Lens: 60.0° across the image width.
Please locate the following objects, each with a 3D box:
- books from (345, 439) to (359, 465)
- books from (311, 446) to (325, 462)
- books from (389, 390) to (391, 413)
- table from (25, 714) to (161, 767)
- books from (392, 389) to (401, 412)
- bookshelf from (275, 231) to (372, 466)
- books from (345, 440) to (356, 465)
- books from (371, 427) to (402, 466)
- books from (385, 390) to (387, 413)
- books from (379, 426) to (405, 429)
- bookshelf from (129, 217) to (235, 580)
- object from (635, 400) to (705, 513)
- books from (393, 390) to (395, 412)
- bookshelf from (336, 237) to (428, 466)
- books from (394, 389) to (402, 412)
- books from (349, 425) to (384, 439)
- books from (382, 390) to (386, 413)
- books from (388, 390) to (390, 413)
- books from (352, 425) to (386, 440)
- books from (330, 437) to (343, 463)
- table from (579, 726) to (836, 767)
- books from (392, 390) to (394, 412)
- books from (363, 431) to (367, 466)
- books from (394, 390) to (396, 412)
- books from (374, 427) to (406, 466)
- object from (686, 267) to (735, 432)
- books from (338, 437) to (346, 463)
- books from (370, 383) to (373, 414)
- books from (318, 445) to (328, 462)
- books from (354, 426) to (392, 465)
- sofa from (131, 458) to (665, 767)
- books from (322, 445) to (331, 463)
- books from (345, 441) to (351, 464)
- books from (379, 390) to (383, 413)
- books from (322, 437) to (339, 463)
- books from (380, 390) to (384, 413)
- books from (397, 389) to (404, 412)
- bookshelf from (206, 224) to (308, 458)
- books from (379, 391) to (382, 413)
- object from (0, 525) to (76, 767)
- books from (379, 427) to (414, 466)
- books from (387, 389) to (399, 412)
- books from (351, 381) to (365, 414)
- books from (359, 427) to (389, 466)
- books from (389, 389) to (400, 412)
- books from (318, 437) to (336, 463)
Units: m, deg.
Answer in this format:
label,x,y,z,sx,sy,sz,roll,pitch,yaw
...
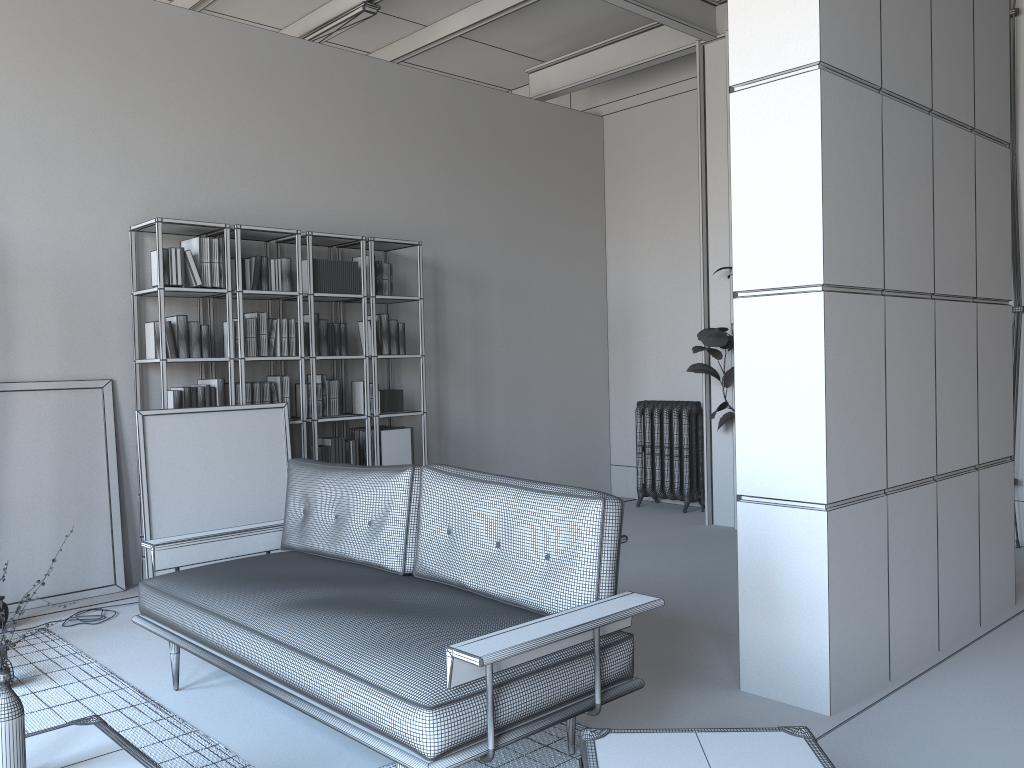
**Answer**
label,x,y,z,sx,sy,sz,roll,pitch,yaw
books,-1.150,0.524,6.348,0.025,0.254,0.184,-3,2,-43
books,-1.345,0.543,6.164,0.022,0.227,0.165,-3,2,-43
books,-0.944,0.132,6.595,0.012,0.177,0.134,-3,2,-43
table,-1.268,1.182,2.249,0.667,0.330,0.706,-3,2,-43
books,-0.877,0.129,6.658,0.012,0.177,0.134,-3,2,-43
bookshelf,-1.326,0.105,6.287,0.455,2.276,0.455,-3,2,-43
books,-1.167,0.525,6.331,0.025,0.254,0.184,-3,2,-43
books,-0.915,0.486,6.524,0.272,0.326,0.027,-3,2,-43
books,-0.969,0.133,6.571,0.012,0.177,0.134,-3,2,-43
books,-0.926,0.485,6.566,0.333,0.322,0.037,-3,2,-43
bookshelf,-2.067,0.140,5.610,0.455,2.276,0.455,-3,2,-43
object,1.431,0.652,8.046,0.328,1.007,0.733,-3,2,-43
books,-0.919,0.131,6.619,0.012,0.177,0.134,-3,2,-43
bookshelf,-0.962,0.088,6.620,0.455,2.276,0.455,-3,2,-43
books,-0.868,0.129,6.666,0.012,0.177,0.134,-3,2,-43
books,-1.094,0.486,6.730,0.303,0.326,0.033,-3,2,-43
books,-0.978,0.134,6.563,0.012,0.177,0.134,-3,2,-43
books,-0.953,0.133,6.587,0.012,0.177,0.134,-3,2,-43
books,-1.069,0.486,6.706,0.303,0.326,0.033,-3,2,-43
books,-1.254,0.515,6.250,0.027,0.278,0.202,-3,2,-43
table,0.527,1.140,2.190,0.706,0.330,0.667,-1,1,2
books,-0.927,0.131,6.611,0.012,0.177,0.134,-3,2,-43
books,-0.952,0.490,6.594,0.343,0.312,0.040,-3,2,-43
books,-0.910,0.131,6.627,0.012,0.177,0.134,-3,2,-43
books,-0.874,0.488,6.496,0.303,0.327,0.068,-3,2,-42
object,1.904,0.058,6.768,1.270,2.157,0.868,-3,2,-42
books,-1.235,0.514,6.269,0.027,0.278,0.202,-3,2,-43
books,-1.072,0.106,6.532,0.053,0.229,0.162,-2,2,-36
books,-1.329,0.542,6.180,0.022,0.227,0.165,-3,2,-43
books,-1.030,0.487,6.671,0.319,0.318,0.068,-3,2,-43
sofa,-0.600,0.809,3.418,0.952,0.948,2.347,-3,2,-43
books,-1.312,0.541,6.196,0.022,0.227,0.165,-3,2,-43
books,-1.215,0.527,6.315,0.057,0.244,0.180,-3,2,-43
books,-0.995,0.135,6.548,0.012,0.177,0.134,-3,2,-43
books,-1.275,0.515,6.232,0.027,0.278,0.202,-3,2,-43
books,-0.986,0.134,6.556,0.012,0.177,0.134,-3,2,-43
books,-0.860,0.128,6.674,0.012,0.177,0.134,-3,2,-43
bookshelf,-1.697,0.123,5.932,0.455,2.276,0.455,-3,2,-43
books,-1.003,0.135,6.540,0.012,0.177,0.134,-3,2,-43
object,-1.280,0.670,2.252,0.443,0.709,0.194,-1,1,-3
books,-0.838,0.487,6.459,0.303,0.326,0.033,-3,2,-43
books,-0.893,0.130,6.642,0.012,0.177,0.134,-3,2,-43
books,-1.115,0.100,6.498,0.043,0.245,0.170,-3,2,-43
books,-0.988,0.487,6.626,0.317,0.315,0.056,-3,2,-43
books,-0.885,0.130,6.650,0.012,0.177,0.134,-3,2,-43
books,-1.294,0.516,6.213,0.027,0.278,0.202,-3,2,-43
